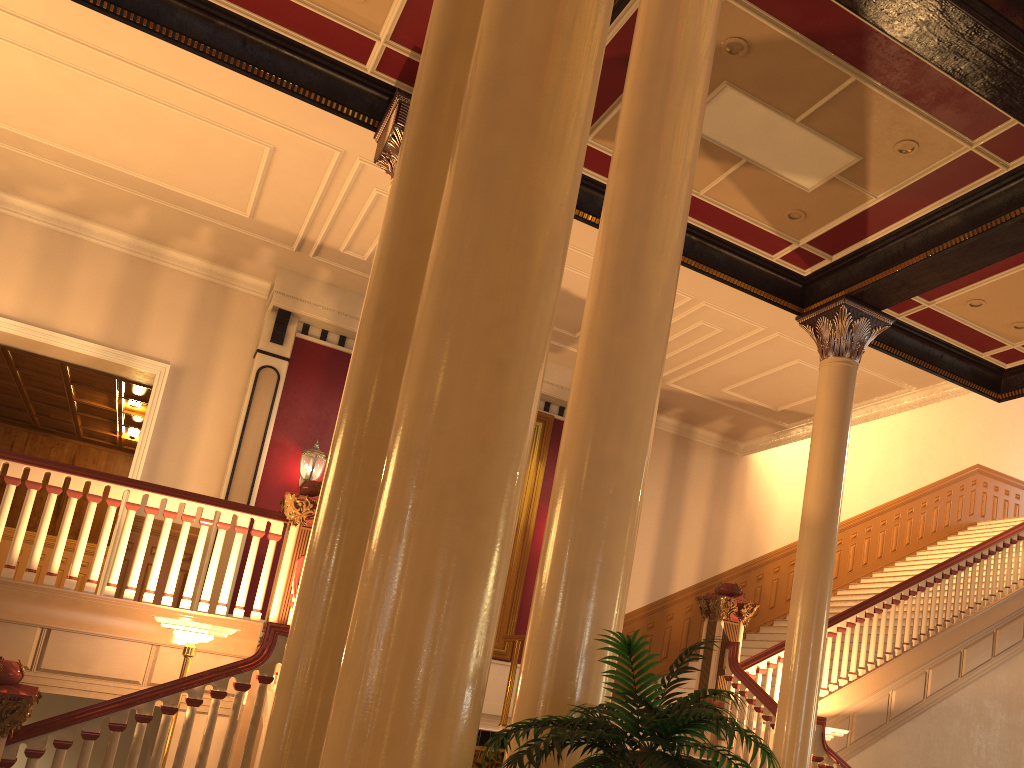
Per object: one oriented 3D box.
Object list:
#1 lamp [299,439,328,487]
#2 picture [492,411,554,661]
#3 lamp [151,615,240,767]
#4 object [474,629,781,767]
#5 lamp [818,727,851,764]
[{"bbox_3d":[-2.419,1.022,10.441,0.332,0.709,0.389,15,-14,-22],"label":"lamp"},{"bbox_3d":[-0.858,1.690,11.345,2.665,3.352,0.054,16,-12,-25],"label":"picture"},{"bbox_3d":[-2.365,2.599,5.837,0.619,1.954,0.560,20,-15,-40],"label":"lamp"},{"bbox_3d":[0.307,1.710,2.313,1.145,2.089,1.006,18,-15,-34],"label":"object"},{"bbox_3d":[2.852,4.309,8.361,0.587,1.954,0.591,11,-11,-5],"label":"lamp"}]
